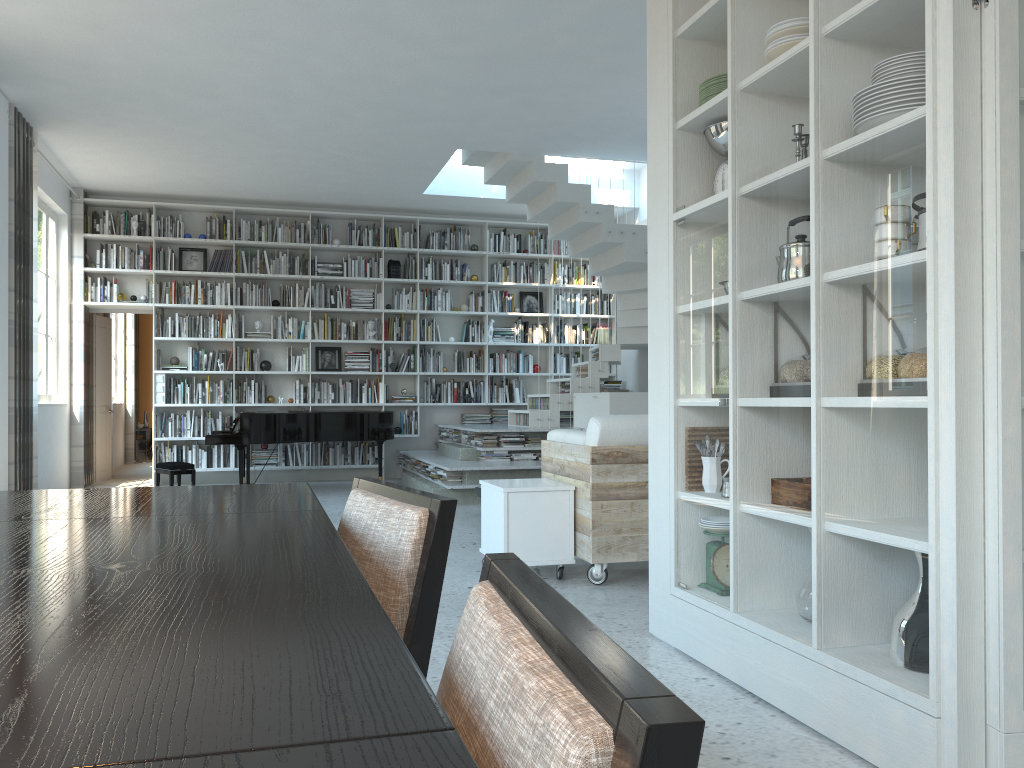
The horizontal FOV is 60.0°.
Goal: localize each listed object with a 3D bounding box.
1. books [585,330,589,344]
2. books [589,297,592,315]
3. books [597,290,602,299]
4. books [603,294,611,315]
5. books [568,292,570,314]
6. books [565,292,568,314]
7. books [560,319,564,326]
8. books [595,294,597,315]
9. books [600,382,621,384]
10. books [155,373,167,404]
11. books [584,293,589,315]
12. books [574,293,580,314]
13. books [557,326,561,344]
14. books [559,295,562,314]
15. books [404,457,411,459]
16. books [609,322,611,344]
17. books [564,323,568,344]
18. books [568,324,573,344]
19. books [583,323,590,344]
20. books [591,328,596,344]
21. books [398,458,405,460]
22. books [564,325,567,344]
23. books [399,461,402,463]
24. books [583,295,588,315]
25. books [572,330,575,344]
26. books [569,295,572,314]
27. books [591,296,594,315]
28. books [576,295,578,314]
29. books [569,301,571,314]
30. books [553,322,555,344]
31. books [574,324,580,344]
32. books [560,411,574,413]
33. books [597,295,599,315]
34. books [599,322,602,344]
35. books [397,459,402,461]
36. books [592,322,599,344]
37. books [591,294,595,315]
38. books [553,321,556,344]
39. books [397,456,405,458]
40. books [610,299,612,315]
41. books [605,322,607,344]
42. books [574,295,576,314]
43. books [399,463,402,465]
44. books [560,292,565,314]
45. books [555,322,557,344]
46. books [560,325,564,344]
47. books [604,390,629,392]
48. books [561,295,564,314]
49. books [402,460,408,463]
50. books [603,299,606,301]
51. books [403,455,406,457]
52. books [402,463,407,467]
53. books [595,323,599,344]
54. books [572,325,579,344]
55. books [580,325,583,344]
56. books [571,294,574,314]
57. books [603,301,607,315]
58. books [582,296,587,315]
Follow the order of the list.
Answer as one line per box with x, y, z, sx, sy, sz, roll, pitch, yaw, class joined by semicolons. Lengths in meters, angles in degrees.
0.932;-0.586;11.292;0.024;0.181;0.191;0;-1;-16;books
0.981;-0.982;11.351;0.028;0.237;0.146;0;-1;-16;books
1.125;-1.028;11.390;0.013;0.330;0.140;0;-1;-16;books
1.216;-1.009;11.394;0.042;0.292;0.186;0;-1;-16;books
0.696;-1.011;11.247;0.012;0.293;0.165;0;-1;-16;books
0.677;-1.013;11.253;0.022;0.297;0.162;0;-1;-16;books
0.635;-0.657;11.240;0.012;0.322;0.141;0;-1;-16;books
1.043;-1.002;11.345;0.013;0.277;0.188;0;-1;-16;books
1.218;-0.011;10.953;0.232;0.025;0.123;0;-1;-19;books
-3.915;0.054;9.894;0.106;0.340;0.307;0;-1;-16;books
0.956;-1.009;11.344;0.024;0.292;0.132;0;-1;-16;books
0.822;-1.006;11.285;0.030;0.283;0.166;0;-1;-16;books
0.573;-0.614;11.232;0.066;0.236;0.144;0;-1;-16;books
0.585;-0.989;11.203;0.023;0.247;0.182;0;-1;-16;books
-1.157;0.859;10.285;0.160;0.009;0.291;0;-1;-14;books
1.230;-0.642;11.385;0.018;0.293;0.169;0;-1;-16;books
0.678;-0.629;11.245;0.022;0.265;0.157;0;-1;-16;books
0.719;-0.627;11.243;0.056;0.261;0.176;0;-1;-16;books
0.948;-0.634;11.326;0.026;0.278;0.170;0;-1;-16;books
1.007;-0.600;11.330;0.088;0.217;0.167;0;-1;-16;books
-1.247;0.891;10.564;0.188;0.009;0.211;0;-1;-17;books
0.658;-0.619;11.227;0.026;0.245;0.180;0;-1;-16;books
-1.248;0.927;10.563;0.179;0.012;0.261;0;-1;-13;books
0.929;-0.993;11.315;0.023;0.258;0.184;0;-1;-16;books
0.757;-0.591;11.254;0.023;0.189;0.169;0;-1;-16;books
0.733;-0.994;11.258;0.013;0.260;0.158;0;-1;-16;books
1.010;-0.989;11.348;0.025;0.252;0.160;0;-1;-16;books
0.798;-0.995;11.273;0.022;0.262;0.172;0;-1;-16;books
0.711;-0.954;11.265;0.027;0.179;0.157;0;-1;-16;books
0.507;-0.635;11.188;0.025;0.277;0.160;0;-1;-16;books
0.827;-0.625;11.290;0.029;0.259;0.171;0;-1;-16;books
0.612;0.353;11.216;0.354;0.017;0.198;0;-1;-11;books
1.064;-0.997;11.348;0.028;0.268;0.173;0;-1;-16;books
1.109;-0.642;11.347;0.018;0.293;0.169;0;-1;-16;books
-1.249;0.902;10.563;0.177;0.012;0.278;0;-1;-20;books
1.045;-0.639;11.343;0.072;0.291;0.169;0;-1;-16;books
1.030;-1.005;11.345;0.012;0.283;0.151;0;-1;-16;books
0.520;-0.643;11.208;0.010;0.293;0.164;0;-1;-16;books
-1.255;0.867;10.562;0.191;0.013;0.243;0;-1;-20;books
1.246;-0.972;11.404;0.021;0.219;0.184;0;-1;-16;books
1.175;-0.642;11.380;0.018;0.293;0.169;0;-1;-16;books
0.775;-0.994;11.269;0.024;0.259;0.156;0;-1;-16;books
-1.237;0.949;10.566;0.171;0.016;0.241;0;-1;-16;books
0.639;-1.008;11.216;0.014;0.285;0.185;0;-1;-16;books
0.536;-0.636;11.222;0.010;0.279;0.147;0;-1;-16;books
0.623;-0.618;11.218;0.022;0.243;0.170;0;-1;-16;books
1.270;0.081;10.752;0.267;0.026;0.161;0;-1;-11;books
0.616;-0.993;11.224;0.026;0.256;0.173;0;-1;-16;books
-1.174;0.896;10.280;0.191;0.028;0.212;0;-1;-12;books
1.180;-0.977;11.415;0.024;0.230;0.131;0;-1;-16;books
-1.221;0.852;10.571;0.133;0.017;0.231;0;-1;-15;books
-1.166;0.936;10.282;0.189;0.030;0.237;0;-1;-16;books
1.081;-0.642;11.353;0.033;0.294;0.169;0;-1;-16;books
0.805;-0.619;11.273;0.022;0.247;0.181;0;-1;-16;books
0.867;-0.622;11.309;0.012;0.254;0.161;0;-1;-16;books
0.749;-0.999;11.272;0.025;0.271;0.152;0;-1;-16;books
1.164;-0.961;11.375;0.029;0.195;0.192;0;-1;-16;books
0.899;-0.986;11.300;0.045;0.245;0.177;0;-1;-16;books
